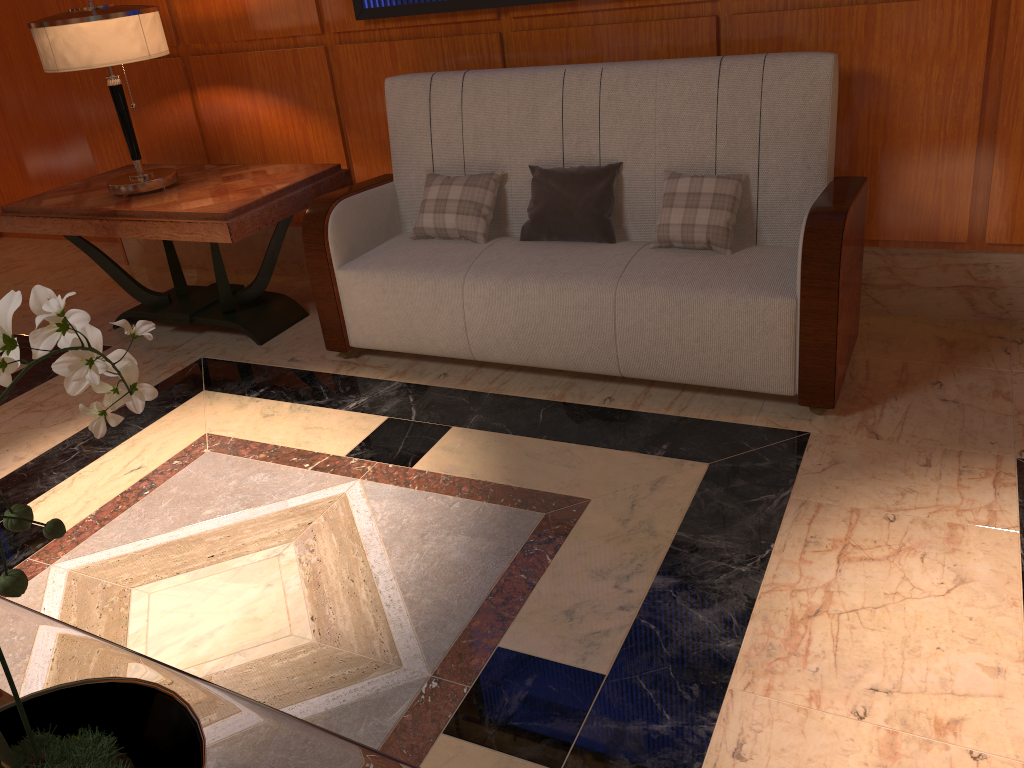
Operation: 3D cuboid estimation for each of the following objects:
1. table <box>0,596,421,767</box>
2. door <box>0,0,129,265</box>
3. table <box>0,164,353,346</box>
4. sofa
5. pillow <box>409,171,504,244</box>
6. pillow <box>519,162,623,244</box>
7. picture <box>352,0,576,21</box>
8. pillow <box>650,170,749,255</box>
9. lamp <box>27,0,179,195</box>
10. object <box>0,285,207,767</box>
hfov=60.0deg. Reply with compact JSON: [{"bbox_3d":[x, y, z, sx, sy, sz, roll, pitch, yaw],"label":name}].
[{"bbox_3d":[-0.352,0.805,0.896,1.563,0.488,0.732,8,30,28],"label":"table"},{"bbox_3d":[-2.834,-1.972,4.699,1.540,2.611,0.345,6,28,26],"label":"door"},{"bbox_3d":[-1.350,-0.537,3.714,1.272,0.598,0.735,7,29,26],"label":"table"},{"bbox_3d":[0.189,-0.542,2.948,1.802,0.918,0.621,7,29,26],"label":"sofa"},{"bbox_3d":[-0.203,-0.634,3.167,0.345,0.223,0.197,9,30,30],"label":"pillow"},{"bbox_3d":[0.197,-0.609,2.996,0.358,0.249,0.162,5,28,23],"label":"pillow"},{"bbox_3d":[0.219,-1.954,2.705,1.999,1.430,0.057,6,28,26],"label":"picture"},{"bbox_3d":[0.584,-0.534,2.778,0.274,0.226,0.205,8,29,28],"label":"pillow"},{"bbox_3d":[-1.522,-1.147,3.393,0.459,0.782,0.465,-11,26,-8],"label":"lamp"},{"bbox_3d":[-0.497,0.274,0.763,0.417,0.608,0.800,-5,26,6],"label":"object"}]
